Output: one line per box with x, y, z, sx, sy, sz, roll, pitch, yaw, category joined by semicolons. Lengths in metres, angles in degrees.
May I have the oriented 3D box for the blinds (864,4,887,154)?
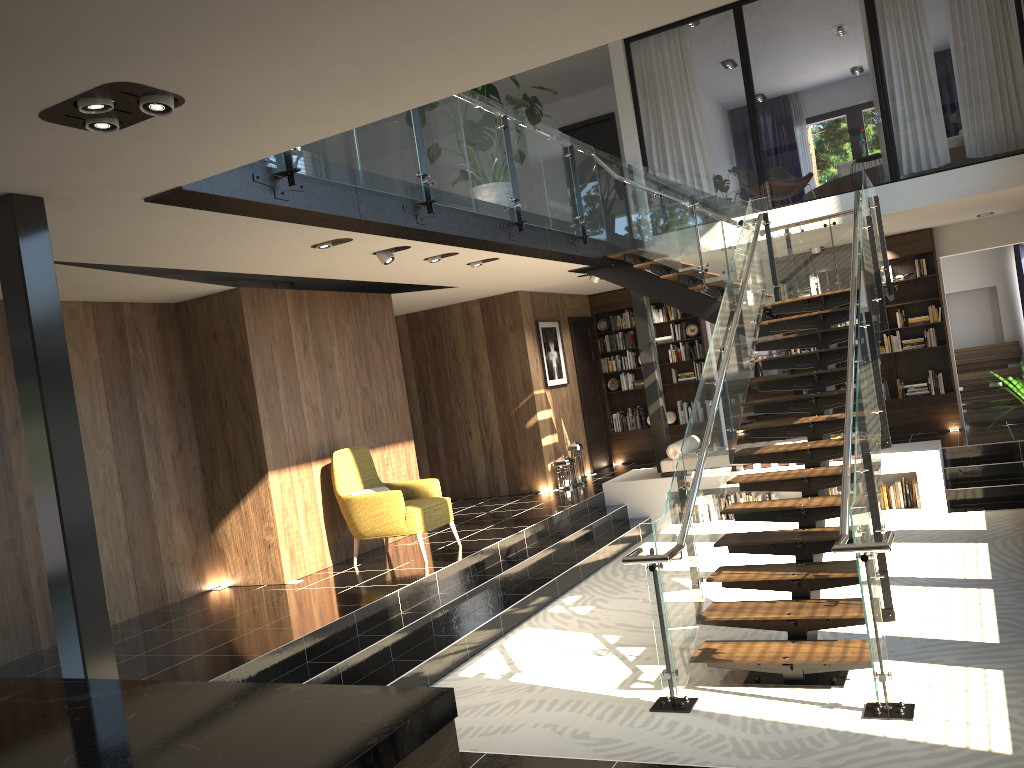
4.247;-3.659;9.722;0.670;2.699;0.133;-8;1;28;blinds

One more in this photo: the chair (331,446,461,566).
-1.135;1.108;8.487;1.031;1.097;0.807;-9;0;26;chair

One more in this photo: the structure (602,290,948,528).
2.890;-0.030;10.609;3.785;3.245;1.148;-9;0;27;structure

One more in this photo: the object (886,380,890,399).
5.168;0.080;12.187;0.020;0.262;0.047;-8;1;27;object

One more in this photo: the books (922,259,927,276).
5.510;-1.554;11.834;0.028;0.227;0.165;-8;0;27;books

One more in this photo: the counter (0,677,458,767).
-1.808;0.711;1.750;3.576;0.041;0.697;-9;0;27;counter

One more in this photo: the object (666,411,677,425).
2.420;0.522;13.562;0.212;0.222;0.082;-9;0;27;object

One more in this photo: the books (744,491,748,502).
2.757;1.405;10.359;0.020;0.305;0.172;-8;0;27;books

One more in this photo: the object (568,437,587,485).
0.889;1.043;12.049;0.182;0.643;0.182;-8;1;27;object

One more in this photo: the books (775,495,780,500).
3.073;1.401;10.220;0.030;0.218;0.185;-8;0;27;books

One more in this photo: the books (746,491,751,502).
2.779;1.408;10.353;0.023;0.293;0.157;-8;0;27;books

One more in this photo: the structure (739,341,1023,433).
5.547;0.199;15.888;6.281;0.982;0.885;-9;0;27;structure

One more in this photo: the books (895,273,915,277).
5.312;-1.469;11.985;0.246;0.021;0.148;-9;0;27;books

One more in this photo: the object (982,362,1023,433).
4.679;0.464;7.818;0.877;1.338;0.829;-9;0;16;object

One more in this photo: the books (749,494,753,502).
2.814;1.424;10.353;0.034;0.252;0.151;-8;0;27;books

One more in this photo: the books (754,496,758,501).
2.859;1.426;10.293;0.028;0.233;0.205;-8;0;27;books

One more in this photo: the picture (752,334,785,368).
5.843;-0.877;15.858;3.546;0.748;0.035;-9;0;27;picture

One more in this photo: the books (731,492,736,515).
2.626;1.432;10.431;0.025;0.293;0.205;-8;0;27;books

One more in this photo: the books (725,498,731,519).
2.572;1.470;10.472;0.050;0.234;0.149;-8;0;27;books

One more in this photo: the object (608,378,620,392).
1.604;0.011;13.959;0.212;0.222;0.082;-9;0;27;object

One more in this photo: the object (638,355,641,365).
2.047;-0.377;13.702;0.212;0.222;0.082;-9;0;27;object

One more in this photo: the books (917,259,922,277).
5.465;-1.553;11.882;0.023;0.238;0.178;-8;0;27;books

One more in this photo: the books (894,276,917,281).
5.312;-1.421;11.971;0.285;0.025;0.176;-9;0;28;books

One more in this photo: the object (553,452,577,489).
0.709;1.150;11.890;0.262;0.483;0.262;-8;0;27;object

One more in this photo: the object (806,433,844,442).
3.702;0.861;10.288;0.467;0.510;1.165;-9;0;27;object

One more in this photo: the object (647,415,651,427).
2.180;0.559;13.692;0.212;0.222;0.082;-9;0;27;object

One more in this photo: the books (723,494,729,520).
2.528;1.452;10.478;0.028;0.282;0.172;-8;0;27;books

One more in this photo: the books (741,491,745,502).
2.739;1.408;10.374;0.026;0.305;0.187;-8;0;27;books

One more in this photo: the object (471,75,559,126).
-0.194;-2.307;8.644;1.465;1.554;1.259;-9;0;15;object

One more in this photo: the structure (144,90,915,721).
1.185;-0.194;7.203;3.450;4.869;7.273;-9;0;26;structure

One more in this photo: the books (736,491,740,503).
2.679;1.416;10.422;0.023;0.308;0.126;-8;1;27;books

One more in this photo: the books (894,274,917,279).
5.305;-1.445;11.964;0.288;0.025;0.175;-9;0;23;books

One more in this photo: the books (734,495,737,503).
2.659;1.438;10.434;0.029;0.271;0.128;-8;0;27;books

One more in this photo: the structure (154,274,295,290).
-4.617;0.670;7.653;1.965;3.018;6.656;-8;0;27;structure

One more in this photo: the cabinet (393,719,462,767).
-1.732;1.224;1.756;3.567;0.994;0.697;-9;0;27;cabinet

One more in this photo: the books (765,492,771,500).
2.988;1.381;10.271;0.031;0.284;0.176;-8;0;27;books

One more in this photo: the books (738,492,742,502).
2.698;1.424;10.403;0.025;0.287;0.169;-8;0;27;books

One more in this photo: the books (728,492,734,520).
2.594;1.433;10.433;0.033;0.299;0.195;-8;0;27;books

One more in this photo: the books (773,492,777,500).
3.047;1.385;10.230;0.020;0.257;0.154;-8;0;27;books

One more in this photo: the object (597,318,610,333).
1.438;-0.921;13.935;0.212;0.222;0.082;-9;0;27;object

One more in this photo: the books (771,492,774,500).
3.031;1.390;10.269;0.045;0.251;0.142;-8;0;27;books

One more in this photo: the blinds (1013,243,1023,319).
7.955;-1.033;13.703;0.161;2.770;1.079;-8;1;26;blinds

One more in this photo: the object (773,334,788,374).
4.906;-0.605;16.192;0.272;0.860;0.270;-8;1;41;object

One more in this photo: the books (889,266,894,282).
5.148;-1.491;12.032;0.026;0.213;0.195;-8;0;27;books

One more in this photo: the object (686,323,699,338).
2.709;-0.799;13.310;0.212;0.222;0.082;-9;0;27;object

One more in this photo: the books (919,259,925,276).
5.474;-1.549;11.833;0.036;0.228;0.198;-8;0;27;books

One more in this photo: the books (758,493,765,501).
2.895;1.408;10.282;0.050;0.258;0.215;-8;0;27;books

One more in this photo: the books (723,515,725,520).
2.513;1.465;10.497;0.019;0.261;0.182;-8;0;27;books

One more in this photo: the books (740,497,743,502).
2.713;1.442;10.371;0.027;0.246;0.193;-8;0;27;books

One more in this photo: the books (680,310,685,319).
2.574;-1.083;13.421;0.022;0.195;0.135;-8;0;27;books

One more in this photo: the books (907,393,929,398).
5.489;0.150;11.987;0.273;0.025;0.156;-9;0;25;books

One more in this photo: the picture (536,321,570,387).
0.576;-0.430;12.385;0.028;0.911;0.748;-8;0;27;picture

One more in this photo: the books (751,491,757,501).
2.846;1.398;10.347;0.037;0.293;0.128;-8;1;27;books

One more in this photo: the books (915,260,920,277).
5.440;-1.545;11.891;0.031;0.231;0.176;-8;0;27;books
